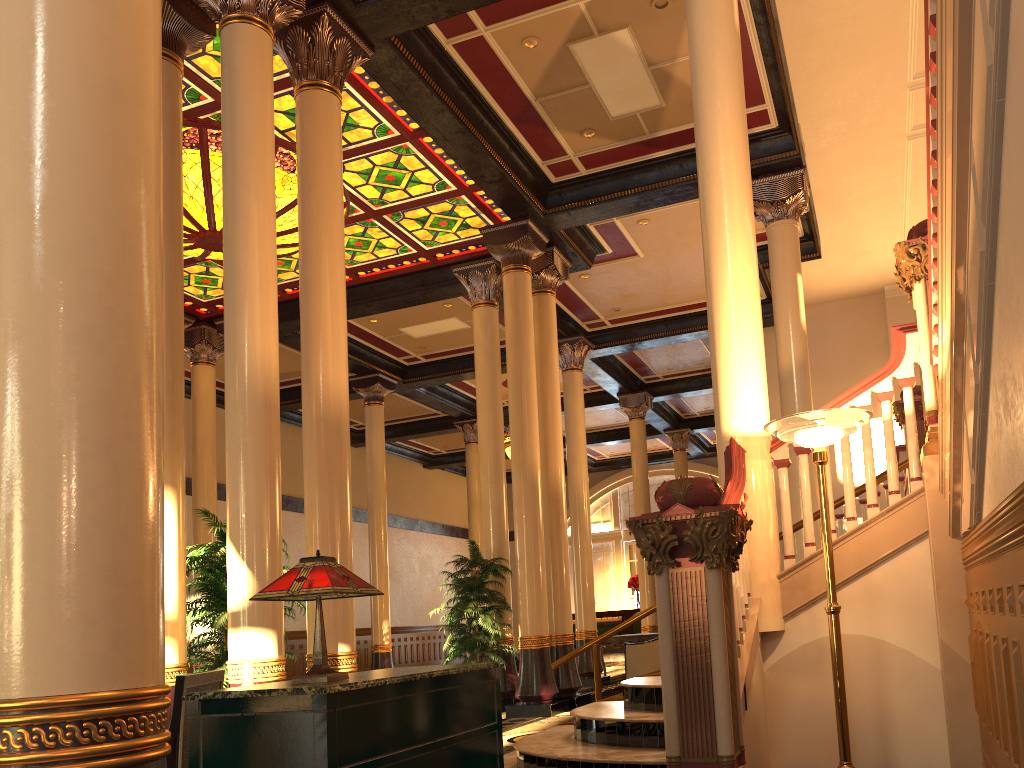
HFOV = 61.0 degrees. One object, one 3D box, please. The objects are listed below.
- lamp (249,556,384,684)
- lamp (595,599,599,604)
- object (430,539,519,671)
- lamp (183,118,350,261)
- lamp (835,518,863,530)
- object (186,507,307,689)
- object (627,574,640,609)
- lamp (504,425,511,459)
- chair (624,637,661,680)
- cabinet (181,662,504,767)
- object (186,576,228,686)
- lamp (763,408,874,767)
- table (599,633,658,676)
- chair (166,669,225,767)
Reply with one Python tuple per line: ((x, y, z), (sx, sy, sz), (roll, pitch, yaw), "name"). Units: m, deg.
((-0.653, 0.797, 2.947), (0.313, 0.412, 0.332), (-7, -10, 17), "lamp")
((2.312, 6.392, 25.178), (0.435, 0.435, 0.422), (1, -12, -23), "lamp")
((-0.457, 2.970, 10.603), (1.024, 2.111, 1.114), (-5, -8, 10), "object")
((-3.365, -1.879, 9.829), (2.940, 0.590, 3.140), (-9, -16, 18), "lamp")
((4.058, 2.571, 10.037), (0.579, 1.975, 0.593), (-4, -7, 3), "lamp")
((-2.119, 1.972, 6.720), (1.105, 2.111, 1.033), (-1, -8, -20), "object")
((2.077, 0.248, 10.434), (0.667, 4.190, 30.896), (-4, -16, 5), "object")
((0.309, 0.929, 18.282), (1.170, 1.871, 1.237), (-6, -9, 15), "lamp")
((2.306, 4.298, 13.737), (0.754, 0.895, 1.000), (-12, -14, 40), "chair")
((-0.522, 1.512, 3.209), (0.539, 0.847, 1.315), (-7, -13, 22), "cabinet")
((-3.940, 3.594, 12.185), (1.785, 2.229, 2.167), (-8, -12, 24), "object")
((1.703, 1.186, 4.614), (0.566, 1.975, 0.605), (-9, -9, 39), "lamp")
((2.305, 4.801, 15.325), (1.085, 0.757, 1.711), (-9, -15, 21), "table")
((-1.469, 1.556, 3.229), (0.650, 0.902, 0.693), (-2, -10, -9), "chair")
